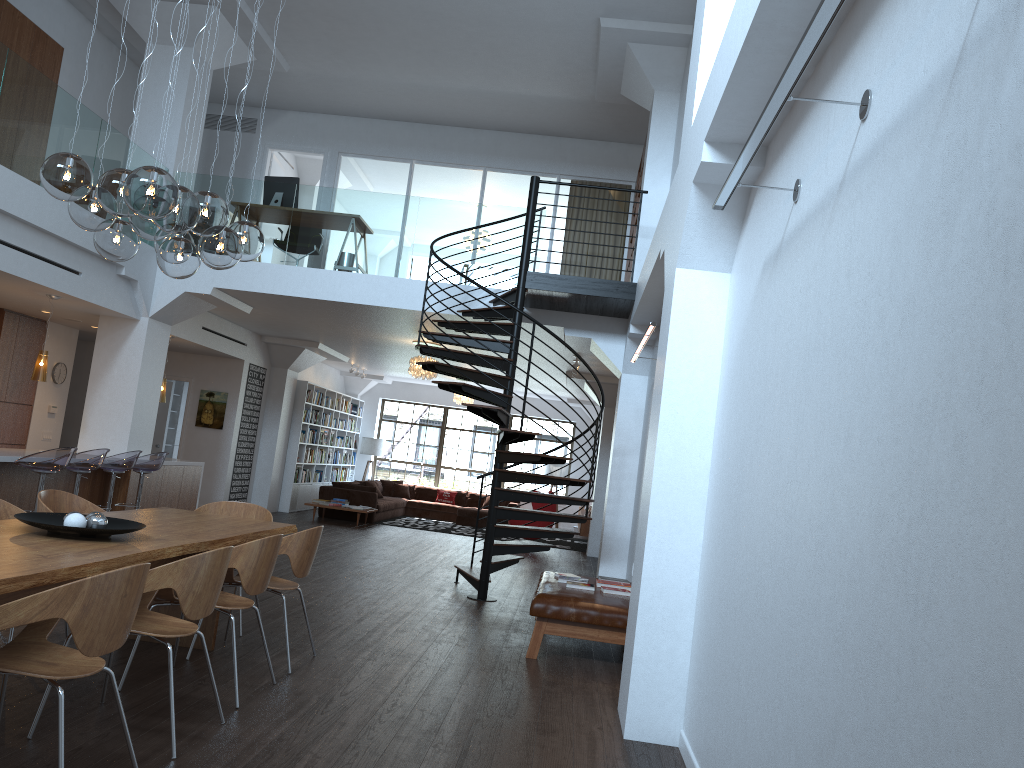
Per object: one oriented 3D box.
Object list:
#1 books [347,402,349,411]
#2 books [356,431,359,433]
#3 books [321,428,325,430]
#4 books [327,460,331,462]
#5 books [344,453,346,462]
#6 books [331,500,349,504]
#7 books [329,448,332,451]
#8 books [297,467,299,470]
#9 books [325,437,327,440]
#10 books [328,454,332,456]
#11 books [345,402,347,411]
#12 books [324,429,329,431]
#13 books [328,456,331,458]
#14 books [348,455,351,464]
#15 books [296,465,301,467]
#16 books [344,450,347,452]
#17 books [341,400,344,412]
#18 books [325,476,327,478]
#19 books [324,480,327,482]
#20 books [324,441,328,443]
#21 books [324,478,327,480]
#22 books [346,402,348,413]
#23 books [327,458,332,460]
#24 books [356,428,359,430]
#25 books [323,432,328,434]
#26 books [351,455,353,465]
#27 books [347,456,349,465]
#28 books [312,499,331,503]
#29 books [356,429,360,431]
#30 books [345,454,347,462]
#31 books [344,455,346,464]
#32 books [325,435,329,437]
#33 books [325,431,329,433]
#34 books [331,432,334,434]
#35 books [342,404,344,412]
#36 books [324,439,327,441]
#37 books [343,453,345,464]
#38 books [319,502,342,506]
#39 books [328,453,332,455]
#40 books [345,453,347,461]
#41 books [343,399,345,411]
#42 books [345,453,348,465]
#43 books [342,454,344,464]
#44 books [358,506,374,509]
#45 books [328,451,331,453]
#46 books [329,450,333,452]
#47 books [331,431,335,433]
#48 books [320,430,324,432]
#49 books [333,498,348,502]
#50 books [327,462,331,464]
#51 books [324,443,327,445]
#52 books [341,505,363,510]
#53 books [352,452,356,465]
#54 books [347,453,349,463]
[{"bbox_3d":[-3.676,0.507,19.438,0.160,0.250,0.026,7,-5,4],"label":"books"},{"bbox_3d":[-3.694,1.082,20.456,0.284,0.035,0.197,4,-6,34],"label":"books"},{"bbox_3d":[-3.852,0.890,17.673,0.223,0.027,0.161,6,-5,14],"label":"books"},{"bbox_3d":[-3.913,1.594,18.473,0.251,0.037,0.160,6,-5,9],"label":"books"},{"bbox_3d":[-3.798,1.650,19.685,0.183,0.253,0.039,7,-5,4],"label":"books"},{"bbox_3d":[-3.081,2.111,15.902,0.279,0.035,0.191,6,-5,14],"label":"books"},{"bbox_3d":[-3.860,1.357,18.489,0.185,0.041,0.129,5,-6,19],"label":"books"},{"bbox_3d":[-4.038,1.547,16.403,0.174,0.045,0.240,8,-5,-6],"label":"books"},{"bbox_3d":[-3.875,1.096,18.074,0.168,0.045,0.231,7,-5,-1],"label":"books"},{"bbox_3d":[-3.892,1.474,18.486,0.253,0.040,0.183,7,-5,4],"label":"books"},{"bbox_3d":[-3.693,0.498,19.264,0.168,0.231,0.037,7,-5,4],"label":"books"},{"bbox_3d":[-3.839,0.934,18.101,0.129,0.043,0.185,5,-6,19],"label":"books"},{"bbox_3d":[-3.892,1.516,18.490,0.231,0.044,0.168,7,-5,-1],"label":"books"},{"bbox_3d":[-3.769,1.703,20.094,0.168,0.228,0.139,7,-5,4],"label":"books"},{"bbox_3d":[-4.027,1.510,16.384,0.223,0.027,0.161,6,-5,14],"label":"books"},{"bbox_3d":[-3.787,1.472,19.612,0.224,0.030,0.161,6,-5,14],"label":"books"},{"bbox_3d":[-3.707,0.465,19.010,0.171,0.246,0.057,7,-5,4],"label":"books"},{"bbox_3d":[-3.995,1.922,18.416,0.254,0.032,0.174,6,-5,9],"label":"books"},{"bbox_3d":[-3.999,1.988,18.406,0.284,0.035,0.197,7,-5,4],"label":"books"},{"bbox_3d":[-3.876,1.179,18.055,0.160,0.039,0.251,6,-5,9],"label":"books"},{"bbox_3d":[-3.994,1.955,18.409,0.284,0.033,0.197,8,-5,-11],"label":"books"},{"bbox_3d":[-3.680,0.495,19.332,0.183,0.253,0.034,7,-5,4],"label":"books"},{"bbox_3d":[-3.911,1.558,18.501,0.259,0.040,0.180,7,-5,4],"label":"books"},{"bbox_3d":[-3.683,1.016,20.457,0.254,0.032,0.174,3,-7,39],"label":"books"},{"bbox_3d":[-3.873,0.991,18.110,0.223,0.027,0.161,8,-5,-6],"label":"books"},{"bbox_3d":[-3.741,1.724,20.322,0.172,0.235,0.112,7,-5,4],"label":"books"},{"bbox_3d":[-3.769,1.706,20.006,0.161,0.221,0.035,7,-5,4],"label":"books"},{"bbox_3d":[-3.399,2.099,15.860,0.241,0.045,0.334,7,-5,6],"label":"books"},{"bbox_3d":[-3.689,1.049,20.459,0.284,0.033,0.197,5,-6,19],"label":"books"},{"bbox_3d":[-3.802,1.673,19.831,0.168,0.231,0.045,7,-5,4],"label":"books"},{"bbox_3d":[-3.790,1.659,19.753,0.171,0.246,0.036,7,-5,4],"label":"books"},{"bbox_3d":[-3.863,1.055,18.073,0.183,0.042,0.253,7,-5,4],"label":"books"},{"bbox_3d":[-3.850,0.967,18.102,0.144,0.024,0.208,6,-5,9],"label":"books"},{"bbox_3d":[-3.824,1.011,18.424,0.223,0.031,0.161,7,-5,4],"label":"books"},{"bbox_3d":[-3.706,0.481,19.051,0.161,0.223,0.027,7,-5,4],"label":"books"},{"bbox_3d":[-3.896,1.136,18.057,0.180,0.042,0.259,7,-5,4],"label":"books"},{"bbox_3d":[-3.795,1.639,19.580,0.174,0.251,0.051,7,-5,4],"label":"books"},{"bbox_3d":[-3.177,2.099,15.500,0.236,0.035,0.340,4,-6,29],"label":"books"},{"bbox_3d":[-3.881,1.442,18.495,0.223,0.032,0.161,7,-5,4],"label":"books"},{"bbox_3d":[-3.790,1.660,19.790,0.160,0.251,0.036,7,-5,4],"label":"books"},{"bbox_3d":[-3.701,0.452,19.094,0.176,0.290,0.053,7,-5,4],"label":"books"},{"bbox_3d":[-3.781,1.668,19.873,0.183,0.253,0.042,7,-5,4],"label":"books"},{"bbox_3d":[-3.800,1.650,19.539,0.161,0.223,0.030,7,-5,4],"label":"books"},{"bbox_3d":[-2.604,2.198,15.790,0.256,0.035,0.350,4,-6,30],"label":"books"},{"bbox_3d":[-3.855,1.415,18.483,0.161,0.026,0.223,8,-5,-6],"label":"books"},{"bbox_3d":[-3.860,1.390,18.493,0.208,0.024,0.144,6,-5,9],"label":"books"},{"bbox_3d":[-3.820,0.983,18.435,0.224,0.030,0.161,6,-5,14],"label":"books"},{"bbox_3d":[-3.863,0.928,17.692,0.174,0.045,0.240,7,-5,4],"label":"books"},{"bbox_3d":[-3.072,2.081,15.902,0.224,0.027,0.157,6,-5,9],"label":"books"},{"bbox_3d":[-3.916,1.631,18.467,0.246,0.038,0.171,7,-5,4],"label":"books"},{"bbox_3d":[-3.878,1.218,18.054,0.171,0.039,0.246,7,-5,4],"label":"books"},{"bbox_3d":[-2.780,2.145,15.460,0.342,0.040,0.231,2,-7,44],"label":"books"},{"bbox_3d":[-3.726,1.722,20.575,0.176,0.290,0.053,7,-5,4],"label":"books"},{"bbox_3d":[-3.775,1.679,19.973,0.160,0.251,0.039,7,-5,4],"label":"books"}]
